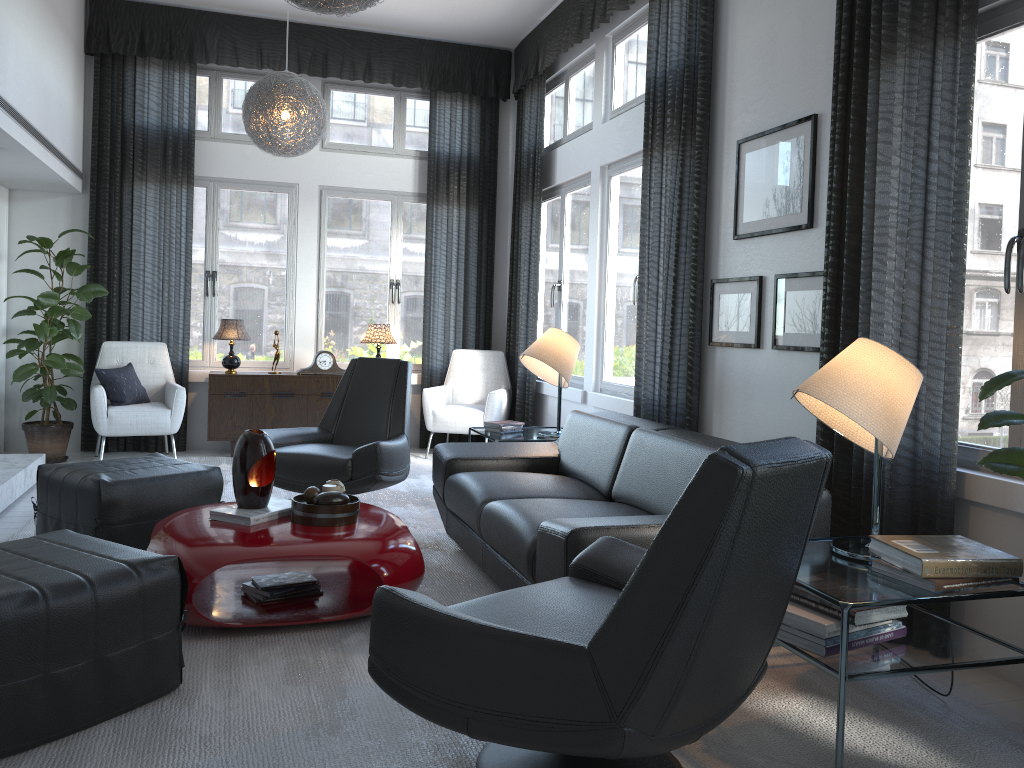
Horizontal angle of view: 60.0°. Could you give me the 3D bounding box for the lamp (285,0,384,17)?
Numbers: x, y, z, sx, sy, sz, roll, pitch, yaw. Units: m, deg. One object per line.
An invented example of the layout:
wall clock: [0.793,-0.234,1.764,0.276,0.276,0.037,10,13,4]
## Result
lamp: [-0.564,-1.848,2.840,0.514,1.305,0.513,1,2,-23]

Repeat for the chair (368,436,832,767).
chair: [0.242,0.490,1.951,0.840,0.809,0.805,-1,4,-45]

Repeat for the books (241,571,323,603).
books: [-0.844,0.743,3.270,0.272,0.054,0.204,-1,5,-42]

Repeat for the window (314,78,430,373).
window: [-0.937,-1.245,7.207,1.268,2.320,0.133,1,2,-17]

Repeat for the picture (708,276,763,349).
picture: [1.047,-0.337,4.175,0.020,0.326,0.428,1,3,-17]

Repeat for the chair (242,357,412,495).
chair: [-0.878,0.272,4.727,0.841,0.809,0.805,3,3,20]

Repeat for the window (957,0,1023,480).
window: [1.585,-0.866,2.666,0.133,2.320,1.270,1,2,-17]

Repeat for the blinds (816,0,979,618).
blinds: [1.661,-0.694,1.934,0.189,3.274,3.218,1,3,-18]

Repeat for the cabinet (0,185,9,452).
cabinet: [-3.543,-0.411,5.783,0.191,1.893,1.174,1,2,-17]

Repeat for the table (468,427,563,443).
table: [0.101,0.486,5.103,0.593,0.410,0.594,1,3,-17]

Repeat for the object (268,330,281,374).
object: [-1.773,-0.240,6.636,0.096,0.324,0.096,1,2,-18]

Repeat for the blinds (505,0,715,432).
blinds: [0.444,-0.988,5.825,0.189,3.274,3.218,1,3,-18]

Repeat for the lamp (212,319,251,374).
lamp: [-2.061,-0.278,6.515,0.280,0.397,0.281,2,2,8]

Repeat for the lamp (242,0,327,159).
lamp: [-1.386,-2.046,5.459,0.512,1.305,0.515,1,2,-23]

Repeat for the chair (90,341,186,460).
chair: [-2.622,0.122,6.188,0.594,0.822,0.614,1,3,-27]

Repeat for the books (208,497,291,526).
books: [-0.917,0.462,3.234,0.201,0.030,0.306,4,4,27]

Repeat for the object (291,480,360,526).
object: [-0.672,0.425,3.203,0.243,0.133,0.242,3,3,20]

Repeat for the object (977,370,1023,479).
object: [1.235,0.287,1.596,0.784,1.330,0.536,2,2,-7]

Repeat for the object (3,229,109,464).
object: [-3.080,-0.258,5.941,0.937,1.588,0.639,3,2,28]

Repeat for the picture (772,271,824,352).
picture: [1.209,-0.298,3.659,0.020,0.326,0.428,1,3,-17]

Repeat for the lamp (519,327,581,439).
lamp: [0.521,0.218,4.681,0.474,1.014,1.169,0,3,-43]

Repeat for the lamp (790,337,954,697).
lamp: [1.073,0.351,2.919,0.475,1.014,1.169,2,3,8]

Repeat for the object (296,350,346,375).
object: [-1.424,-0.163,6.733,0.406,0.180,0.181,1,3,-17]

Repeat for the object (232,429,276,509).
object: [-0.940,0.307,3.223,0.151,0.280,0.153,3,2,22]

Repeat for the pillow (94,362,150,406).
pillow: [-2.699,0.004,6.156,0.252,0.295,0.357,2,3,9]

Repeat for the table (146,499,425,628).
table: [-0.841,0.628,3.249,0.941,0.300,0.941,1,4,-18]

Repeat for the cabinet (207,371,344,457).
cabinet: [-1.569,0.229,6.736,1.398,0.612,0.387,1,2,-17]

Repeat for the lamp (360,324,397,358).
lamp: [-1.030,-0.265,6.839,0.280,0.397,0.281,2,2,8]

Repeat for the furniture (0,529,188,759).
furniture: [-1.273,0.642,2.331,0.599,0.377,0.614,4,4,31]

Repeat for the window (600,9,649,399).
window: [0.799,-1.056,5.179,0.133,2.320,1.270,1,2,-17]

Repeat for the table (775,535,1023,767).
table: [0.947,0.690,2.398,0.593,0.410,0.594,1,3,-17]

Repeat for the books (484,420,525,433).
books: [-0.050,0.250,5.199,0.161,0.050,0.215,5,5,45]

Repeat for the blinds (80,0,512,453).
blinds: [-1.580,-1.123,6.872,3.211,3.274,0.189,1,2,-18]

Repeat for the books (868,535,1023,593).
books: [1.122,0.464,2.319,0.320,0.075,0.279,1,4,-13]

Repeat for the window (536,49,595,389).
window: [0.376,-1.158,6.532,0.133,2.320,1.270,1,2,-17]

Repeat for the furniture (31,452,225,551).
furniture: [-1.659,0.531,3.839,0.614,0.377,0.599,4,4,36]

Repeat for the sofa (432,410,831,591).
sofa: [0.317,0.480,3.632,0.936,0.616,1.908,1,4,-17]

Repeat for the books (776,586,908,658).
books: [0.843,0.593,2.286,0.322,0.115,0.279,0,4,-32]

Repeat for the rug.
rug: [-0.375,0.809,2.965,2.954,0.032,7.784,1,4,-17]

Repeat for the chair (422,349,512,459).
chair: [-0.336,0.151,6.890,0.594,0.822,0.613,2,2,13]

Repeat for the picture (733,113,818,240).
picture: [1.147,-0.892,3.902,0.020,0.466,0.589,1,3,-17]

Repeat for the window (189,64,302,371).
window: [-2.290,-1.262,6.782,1.268,2.320,0.133,1,2,-17]

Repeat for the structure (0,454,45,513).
structure: [-1.966,0.751,1.923,0.393,0.135,7.221,1,4,-17]
